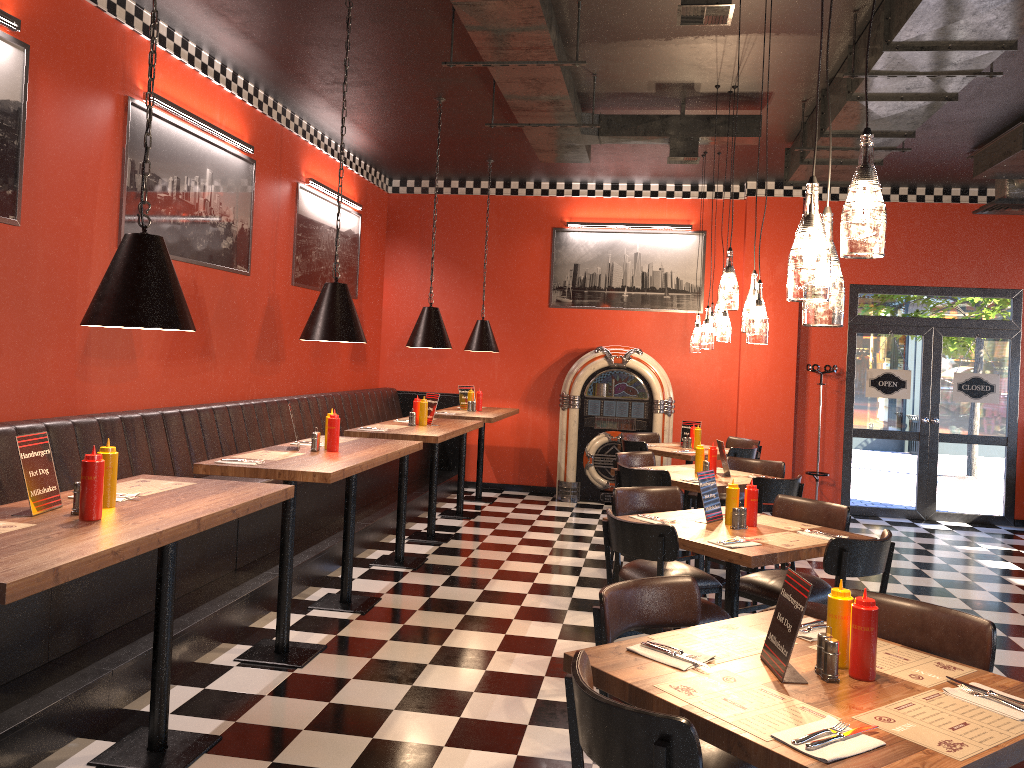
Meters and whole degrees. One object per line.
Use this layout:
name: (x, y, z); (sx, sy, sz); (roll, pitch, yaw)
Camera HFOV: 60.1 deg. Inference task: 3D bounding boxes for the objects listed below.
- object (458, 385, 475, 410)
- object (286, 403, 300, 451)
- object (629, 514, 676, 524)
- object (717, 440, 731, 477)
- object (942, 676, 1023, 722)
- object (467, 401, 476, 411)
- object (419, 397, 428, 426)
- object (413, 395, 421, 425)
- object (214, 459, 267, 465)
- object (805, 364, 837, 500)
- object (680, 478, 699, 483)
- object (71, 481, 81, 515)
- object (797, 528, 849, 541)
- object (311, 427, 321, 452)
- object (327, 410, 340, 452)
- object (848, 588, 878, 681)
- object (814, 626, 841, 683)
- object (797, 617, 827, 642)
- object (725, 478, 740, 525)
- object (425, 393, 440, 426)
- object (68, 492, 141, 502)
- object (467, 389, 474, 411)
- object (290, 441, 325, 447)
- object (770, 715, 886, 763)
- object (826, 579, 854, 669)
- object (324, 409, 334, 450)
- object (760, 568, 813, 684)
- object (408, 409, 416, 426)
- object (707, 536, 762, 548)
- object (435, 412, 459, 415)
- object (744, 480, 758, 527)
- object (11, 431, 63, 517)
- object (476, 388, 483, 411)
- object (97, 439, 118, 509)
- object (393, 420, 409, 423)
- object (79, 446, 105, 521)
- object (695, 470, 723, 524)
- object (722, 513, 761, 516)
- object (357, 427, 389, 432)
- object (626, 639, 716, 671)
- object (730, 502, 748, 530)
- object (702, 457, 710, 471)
object: (-0.476, 0.145, 9.414); (0.188, 0.257, 0.072); (3, 0, -31)
object: (-1.249, 0.244, 5.081); (0.072, 0.257, 0.188); (3, 0, -12)
object: (0.741, 0.697, 4.579); (0.157, 0.019, 0.255); (1, 2, -35)
object: (1.580, 0.553, 6.618); (0.072, 0.257, 0.188); (3, 0, -1)
object: (1.208, 0.791, 2.250); (0.157, 0.019, 0.255); (2, 2, -32)
object: (-0.417, 0.216, 9.201); (0.093, 0.136, 0.047); (3, -1, -11)
object: (-0.711, 0.215, 7.117); (0.068, 0.238, 0.068); (3, -1, -2)
object: (-0.771, 0.210, 7.189); (0.068, 0.238, 0.068); (3, -1, 4)
object: (-1.325, 0.382, 4.384); (0.255, 0.019, 0.157); (3, 2, 6)
object: (3.358, 0.613, 9.698); (0.375, 1.659, 0.374); (2, -1, 32)
object: (1.321, 0.672, 6.236); (0.255, 0.019, 0.157); (1, 2, -34)
object: (-1.431, 0.363, 2.958); (0.047, 0.136, 0.093); (3, 0, 0)
object: (1.517, 0.739, 4.381); (0.157, 0.019, 0.255); (1, 2, -37)
object: (-1.115, 0.313, 5.035); (0.047, 0.136, 0.093); (3, 0, -1)
object: (-1.015, 0.265, 5.044); (0.068, 0.238, 0.068); (2, -1, 29)
object: (0.940, 0.664, 2.367); (0.068, 0.238, 0.068); (3, -1, -38)
object: (0.841, 0.712, 2.358); (0.047, 0.136, 0.093); (3, 0, -1)
object: (0.915, 0.762, 2.761); (0.255, 0.019, 0.157); (1, 2, -35)
object: (1.136, 0.605, 4.567); (0.068, 0.238, 0.068); (2, -1, 14)
object: (-0.676, 0.204, 7.225); (0.072, 0.257, 0.188); (3, 0, -40)
object: (-1.478, 0.409, 3.262); (0.255, 0.019, 0.157); (3, 2, 6)
object: (-0.435, 0.160, 9.322); (0.068, 0.238, 0.068); (3, -1, 2)
object: (-1.196, 0.358, 5.342); (0.255, 0.019, 0.157); (3, 2, 6)
object: (0.713, 0.777, 1.962); (0.255, 0.019, 0.157); (2, 2, -33)
object: (0.908, 0.660, 2.456); (0.068, 0.238, 0.068); (2, -1, 24)
object: (-1.047, 0.261, 5.132); (0.068, 0.238, 0.068); (2, -1, 18)
object: (0.738, 0.645, 2.391); (0.072, 0.257, 0.188); (3, 0, -1)
object: (-0.795, 0.265, 7.070); (0.046, 0.136, 0.094); (3, 0, -26)
object: (1.042, 0.726, 4.091); (0.255, 0.019, 0.157); (1, 2, -34)
object: (-0.634, 0.283, 8.605); (0.255, 0.019, 0.157); (3, 2, 6)
object: (1.228, 0.610, 4.551); (0.068, 0.238, 0.068); (2, -1, 14)
object: (-1.571, 0.295, 2.946); (0.072, 0.257, 0.188); (3, 0, 0)
object: (-0.345, 0.165, 9.297); (0.068, 0.238, 0.068); (3, -1, 2)
object: (-1.406, 0.308, 3.073); (0.068, 0.238, 0.068); (3, -1, -16)
object: (-0.858, 0.309, 7.410); (0.255, 0.019, 0.157); (3, 2, 6)
object: (-1.354, 0.317, 2.856); (0.068, 0.238, 0.068); (3, -1, -16)
object: (1.041, 0.589, 4.651); (0.072, 0.257, 0.188); (2, 0, 39)
object: (1.231, 0.711, 4.847); (0.255, 0.019, 0.157); (1, 2, -43)
object: (-1.001, 0.331, 6.501); (0.255, 0.019, 0.157); (3, 2, 6)
object: (0.459, 0.750, 2.460); (0.157, 0.019, 0.255); (1, 2, -42)
object: (1.146, 0.661, 4.464); (0.093, 0.136, 0.047); (3, 0, -31)
object: (1.441, 0.609, 6.574); (0.047, 0.136, 0.093); (3, 0, -1)
